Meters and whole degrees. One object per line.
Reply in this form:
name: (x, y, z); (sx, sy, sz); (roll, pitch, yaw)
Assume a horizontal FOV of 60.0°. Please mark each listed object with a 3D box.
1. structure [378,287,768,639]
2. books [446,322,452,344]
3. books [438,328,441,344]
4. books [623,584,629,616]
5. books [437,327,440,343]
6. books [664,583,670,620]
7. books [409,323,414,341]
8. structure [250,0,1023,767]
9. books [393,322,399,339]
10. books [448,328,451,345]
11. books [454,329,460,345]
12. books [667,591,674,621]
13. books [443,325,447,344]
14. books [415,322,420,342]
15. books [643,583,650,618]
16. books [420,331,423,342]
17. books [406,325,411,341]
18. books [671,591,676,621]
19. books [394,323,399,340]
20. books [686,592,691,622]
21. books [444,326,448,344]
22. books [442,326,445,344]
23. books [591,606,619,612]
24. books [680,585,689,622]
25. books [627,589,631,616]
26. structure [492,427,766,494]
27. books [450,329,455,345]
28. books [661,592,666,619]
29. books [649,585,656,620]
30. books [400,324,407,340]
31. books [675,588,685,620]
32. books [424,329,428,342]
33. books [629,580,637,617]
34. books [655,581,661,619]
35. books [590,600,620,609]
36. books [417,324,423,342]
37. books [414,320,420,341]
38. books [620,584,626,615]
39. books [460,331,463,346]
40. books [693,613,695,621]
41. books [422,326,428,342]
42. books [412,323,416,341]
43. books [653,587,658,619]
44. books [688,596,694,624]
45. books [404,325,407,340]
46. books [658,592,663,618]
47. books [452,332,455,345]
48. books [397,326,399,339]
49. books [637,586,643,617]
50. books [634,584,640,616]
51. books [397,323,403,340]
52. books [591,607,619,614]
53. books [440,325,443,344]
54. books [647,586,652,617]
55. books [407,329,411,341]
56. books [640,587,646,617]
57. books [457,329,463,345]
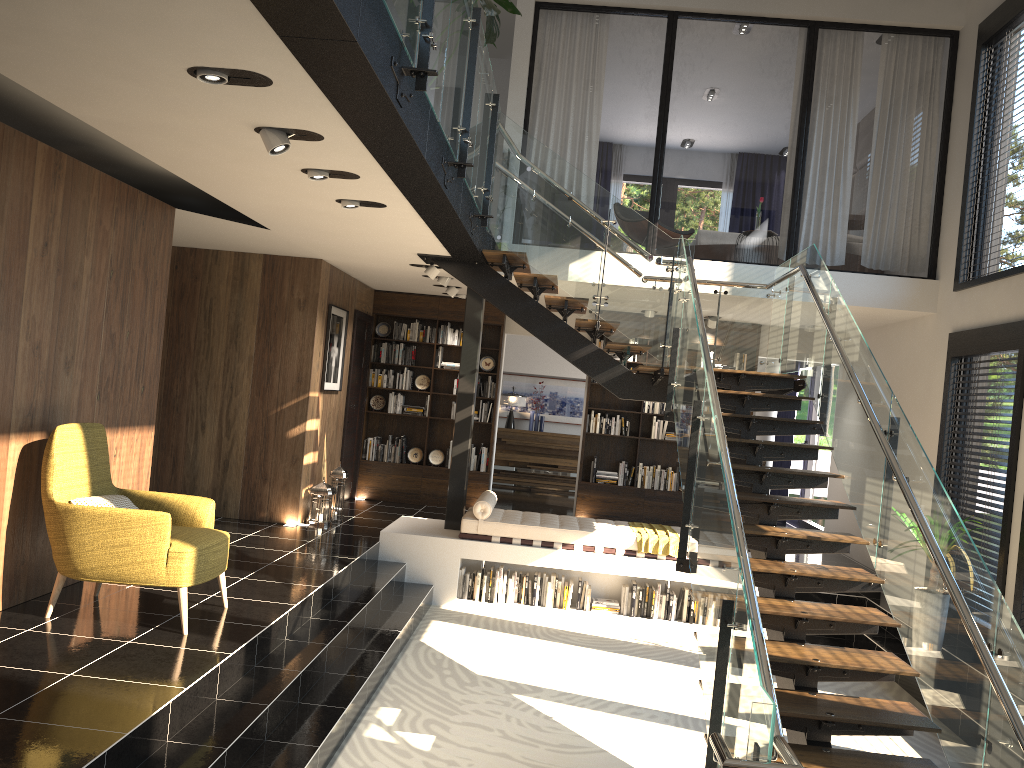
structure: (0.747, 0.622, 8.939); (3.781, 3.245, 1.149); (5, 0, 3)
books: (-0.809, -0.642, 11.404); (0.011, 0.276, 0.287); (5, 0, 3)
books: (-0.920, -0.616, 11.448); (0.021, 0.204, 0.224); (5, 0, 3)
books: (1.093, 2.072, 8.524); (0.030, 0.273, 0.168); (5, 0, 3)
books: (-0.939, -0.622, 11.495); (0.023, 0.213, 0.194); (5, 0, 3)
books: (1.479, 2.086, 8.506); (0.033, 0.318, 0.152); (5, 0, 3)
books: (-1.278, -0.664, 11.459); (0.039, 0.230, 0.205); (5, 0, 3)
structure: (0.630, 0.156, 5.153); (3.447, 4.868, 7.280); (5, 0, 3)
books: (-1.506, -0.687, 11.500); (0.017, 0.234, 0.200); (5, 0, 3)
books: (-0.794, -0.610, 11.454); (0.019, 0.216, 0.214); (5, 0, 3)
books: (-0.707, -0.599, 11.457); (0.034, 0.211, 0.206); (5, 0, 3)
books: (1.509, 2.121, 8.488); (0.036, 0.253, 0.178); (5, 0, 3)
books: (-0.856, -0.628, 11.431); (0.013, 0.239, 0.255); (5, 0, 3)
books: (-1.210, -0.664, 11.467); (0.020, 0.245, 0.228); (5, 0, 3)
books: (1.285, 2.074, 8.520); (0.035, 0.305, 0.151); (5, 0, 3)
books: (-1.163, -0.611, 11.496); (0.040, 0.149, 0.125); (5, 0, 3)
books: (-1.344, -0.655, 11.509); (0.025, 0.203, 0.156); (5, 0, 3)
books: (1.537, 2.122, 8.487); (0.019, 0.256, 0.186); (5, 0, 3)
books: (-1.489, -0.676, 11.461); (0.024, 0.216, 0.210); (5, 0, 3)
books: (1.678, 2.135, 8.507); (0.030, 0.256, 0.160); (5, 0, 3)
books: (-0.831, -0.626, 11.450); (0.035, 0.241, 0.208); (5, 0, 3)
books: (-0.870, -0.625, 11.437); (0.014, 0.231, 0.280); (5, 0, 3)
books: (0.896, 2.154, 8.554); (0.261, 0.024, 0.167); (5, -1, 0)
books: (1.651, 2.105, 8.495); (0.027, 0.312, 0.189); (5, 0, 3)
books: (1.120, 2.098, 8.538); (0.027, 0.226, 0.165); (5, 0, 3)
structure: (0.945, 1.322, 14.815); (6.276, 0.982, 0.886); (5, 0, 3)
books: (-0.770, -0.603, 11.470); (0.027, 0.207, 0.203); (5, 0, 3)
books: (1.445, 2.126, 8.512); (0.028, 0.231, 0.158); (5, 0, 3)
books: (1.338, 2.088, 8.488); (0.026, 0.287, 0.204); (5, 0, 3)
books: (-1.400, -0.668, 11.489); (0.059, 0.216, 0.159); (5, 0, 3)
books: (1.604, 2.110, 8.512); (0.066, 0.294, 0.142); (5, 0, 3)
books: (-1.100, -0.618, 11.449); (0.029, 0.172, 0.187); (5, 0, 3)
books: (1.157, 2.056, 8.508); (0.043, 0.316, 0.209); (5, 0, 3)
books: (1.396, 2.074, 8.525); (0.029, 0.326, 0.153); (5, 0, 3)
books: (0.898, 2.130, 8.559); (0.274, 0.025, 0.156); (5, -1, 0)
books: (-1.190, -0.657, 11.476); (0.020, 0.235, 0.206); (5, 0, 3)
books: (-1.226, -0.683, 11.443); (0.012, 0.278, 0.228); (5, 0, 3)
books: (1.067, 2.075, 8.553); (0.026, 0.263, 0.156); (5, 0, 3)
books: (-0.634, -0.582, 11.467); (0.029, 0.190, 0.177); (5, 0, 3)
books: (1.774, 2.131, 8.505); (0.026, 0.284, 0.177); (5, 0, 3)
books: (-1.125, -0.642, 11.484); (0.030, 0.217, 0.165); (5, 0, 3)
books: (-1.247, -0.665, 11.445); (0.025, 0.239, 0.220); (5, 0, 3)
books: (1.365, 2.099, 8.507); (0.027, 0.270, 0.188); (5, 0, 3)
books: (1.705, 2.151, 8.474); (0.032, 0.229, 0.228); (5, 0, 3)
books: (-1.364, -0.662, 11.493); (0.014, 0.212, 0.184); (5, 0, 3)
books: (1.419, 2.126, 8.532); (0.026, 0.226, 0.132); (5, 0, 3)
books: (-0.742, -0.582, 11.465); (0.034, 0.171, 0.158); (5, 0, 3)
books: (-1.466, -0.656, 11.506); (0.020, 0.180, 0.153); (5, 0, 3)
books: (1.222, 2.086, 8.512); (0.029, 0.268, 0.173); (5, 0, 3)
books: (1.194, 2.076, 8.539); (0.030, 0.284, 0.176); (5, 0, 3)
books: (-1.443, -0.675, 11.484); (0.026, 0.222, 0.202); (5, 0, 3)
books: (0.893, 2.178, 8.554); (0.257, 0.024, 0.167); (5, -1, 3)
books: (-0.891, -0.630, 11.458); (0.033, 0.237, 0.231); (5, 0, 3)
books: (1.315, 2.094, 8.552); (0.026, 0.270, 0.128); (5, 0, 3)
books: (-1.318, -0.630, 11.479); (0.035, 0.156, 0.186); (5, 0, 3)
books: (1.251, 2.089, 8.518); (0.029, 0.268, 0.146); (5, 0, 3)
books: (-0.668, -0.601, 11.471); (0.042, 0.223, 0.163); (5, 0, 4)
